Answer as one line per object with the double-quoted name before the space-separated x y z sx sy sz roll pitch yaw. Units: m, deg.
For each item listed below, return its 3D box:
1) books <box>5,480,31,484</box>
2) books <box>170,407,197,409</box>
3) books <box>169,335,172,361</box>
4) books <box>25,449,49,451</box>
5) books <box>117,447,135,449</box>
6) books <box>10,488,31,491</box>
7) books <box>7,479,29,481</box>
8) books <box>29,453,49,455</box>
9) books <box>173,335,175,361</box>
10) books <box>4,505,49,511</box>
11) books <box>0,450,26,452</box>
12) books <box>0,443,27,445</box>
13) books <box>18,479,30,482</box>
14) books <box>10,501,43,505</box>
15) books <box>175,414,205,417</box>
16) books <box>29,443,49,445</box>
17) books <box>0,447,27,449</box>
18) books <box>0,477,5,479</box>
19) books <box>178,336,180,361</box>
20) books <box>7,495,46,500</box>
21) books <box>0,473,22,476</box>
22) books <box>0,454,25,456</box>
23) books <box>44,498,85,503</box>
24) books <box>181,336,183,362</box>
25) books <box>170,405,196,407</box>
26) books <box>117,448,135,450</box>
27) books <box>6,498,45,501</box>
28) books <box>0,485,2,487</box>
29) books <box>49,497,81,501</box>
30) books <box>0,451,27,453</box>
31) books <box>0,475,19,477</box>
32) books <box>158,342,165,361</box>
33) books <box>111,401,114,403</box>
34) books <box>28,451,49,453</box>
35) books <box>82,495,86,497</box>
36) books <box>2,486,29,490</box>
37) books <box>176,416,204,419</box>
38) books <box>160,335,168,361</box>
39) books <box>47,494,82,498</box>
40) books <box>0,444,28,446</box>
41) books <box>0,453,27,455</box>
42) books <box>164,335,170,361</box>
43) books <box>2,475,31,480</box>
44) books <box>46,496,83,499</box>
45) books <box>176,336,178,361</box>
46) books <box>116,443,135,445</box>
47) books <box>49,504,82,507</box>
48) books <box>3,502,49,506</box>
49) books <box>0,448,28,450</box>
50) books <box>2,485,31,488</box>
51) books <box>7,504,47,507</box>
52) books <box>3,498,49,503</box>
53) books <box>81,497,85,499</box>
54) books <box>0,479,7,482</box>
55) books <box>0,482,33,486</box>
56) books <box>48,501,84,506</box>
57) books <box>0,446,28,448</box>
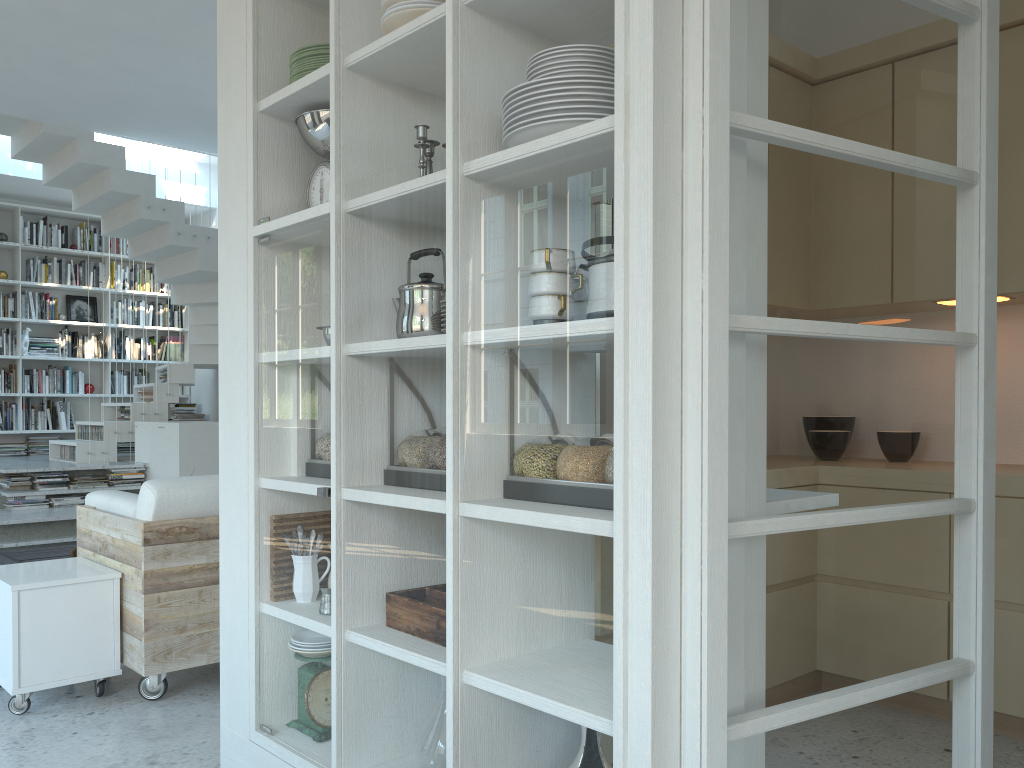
"books" -3.971 0.565 7.102 0.137 0.012 0.242 0 0 -41
"books" -3.547 -0.031 9.551 0.235 0.014 0.155 0 0 -41
"books" -3.825 -0.691 9.870 0.018 0.293 0.169 1 -1 -42
"books" -4.787 0.391 9.015 0.285 0.007 0.159 0 0 -40
"books" -4.226 0.398 9.528 0.320 0.009 0.202 0 0 -43
"books" -3.972 0.623 7.100 0.144 0.009 0.249 0 0 -42
"books" -3.974 0.544 7.099 0.132 0.009 0.269 0 0 -38
"books" -4.786 0.433 9.010 0.254 0.007 0.161 0 0 -38
"books" -3.807 -0.691 9.904 0.018 0.293 0.169 1 -1 -42
"books" -3.808 0.751 6.925 0.262 0.023 0.200 0 0 -44
"books" -5.031 0.395 8.784 0.195 0.008 0.308 0 0 43
"books" -5.034 0.327 8.793 0.345 0.007 0.193 0 0 -40
"books" -3.955 0.554 7.117 0.091 0.011 0.190 0 0 -44
"books" -3.817 0.715 6.936 0.210 0.012 0.168 0 0 -38
"books" -3.419 0.045 9.402 0.267 0.026 0.161 0 0 -37
"books" -4.790 0.332 9.014 0.285 0.005 0.159 0 0 -44
"books" -5.034 0.365 8.792 0.345 0.007 0.193 0 0 -40
"books" -4.176 0.543 7.289 0.187 0.009 0.250 0 0 -42
"books" -3.763 -0.691 9.937 0.018 0.293 0.169 1 -1 -42
"books" -3.818 0.674 6.938 0.157 0.025 0.233 0 0 43
"books" -4.174 0.517 7.292 0.171 0.007 0.260 0 0 -44
"books" -5.034 0.432 8.784 0.195 0.008 0.308 0 0 44
"books" -3.611 0.723 7.132 0.272 0.012 0.158 0 0 -44
"books" -3.733 -0.691 9.958 0.018 0.293 0.169 1 -1 -42
"books" -3.555 -0.051 9.560 0.123 0.025 0.232 0 0 45
"books" -4.222 0.407 9.524 0.359 0.009 0.201 0 0 -39
"books" -3.828 0.691 6.948 0.257 0.010 0.132 0 0 -38
"books" -4.170 0.606 7.294 0.154 0.007 0.292 0 0 -39
"books" -3.619 0.707 7.140 0.210 0.018 0.134 0 0 -39
"books" -5.036 0.402 8.790 0.345 0.007 0.193 0 0 -44
"books" -4.175 0.527 7.291 0.281 0.013 0.168 0 0 45
"books" -3.909 -0.649 9.809 0.088 0.217 0.167 1 -1 -42
"books" -4.256 0.044 9.401 0.011 0.293 0.144 1 -1 -42
"books" -4.785 0.412 9.010 0.159 0.007 0.285 0 0 44
"books" -3.403 0.700 7.315 0.274 0.009 0.176 0 0 -42
"books" -3.984 0.612 7.090 0.161 0.014 0.212 0 0 -38
"books" -3.415 0.071 9.397 0.157 0.025 0.233 0 0 44
"books" -3.880 -0.688 9.838 0.072 0.291 0.169 1 -1 -42
"books" -3.616 0.687 7.138 0.220 0.013 0.149 0 0 -43
"books" -5.034 0.335 8.793 0.345 0.007 0.193 0 0 -44
"books" -5.031 0.425 8.782 0.345 0.007 0.193 0 0 -37
"books" -3.852 -0.691 9.864 0.033 0.294 0.169 1 -1 -42
"books" -3.977 0.533 7.097 0.149 0.014 0.228 0 0 -44
"books" -3.615 0.696 7.136 0.242 0.005 0.152 0 0 -41
"books" -3.780 -0.691 9.929 0.018 0.293 0.169 1 -1 -42
"books" -4.221 0.353 9.526 0.354 0.009 0.198 0 0 -39
"books" -3.614 0.755 7.134 0.208 0.015 0.152 0 0 -44
"books" -3.821 0.729 6.940 0.285 0.008 0.159 0 0 -44
"books" -5.032 0.372 8.790 0.193 0.007 0.345 0 0 45
"books" -3.979 0.598 7.094 0.208 0.015 0.152 0 0 45
"books" -3.821 0.736 6.940 0.264 0.006 0.164 0 0 -41
"books" -3.819 0.703 6.939 0.292 0.012 0.159 0 0 -39
"books" -3.391 0.713 7.313 0.287 0.018 0.190 0 0 -43
"books" -4.173 0.561 7.292 0.177 0.026 0.230 0 0 -42
"books" -3.989 0.578 7.085 0.184 0.014 0.297 0 0 -43
"books" -3.604 0.738 7.124 0.169 0.019 0.232 0 0 43
"books" -5.028 0.357 8.786 0.193 0.007 0.345 0 0 43
